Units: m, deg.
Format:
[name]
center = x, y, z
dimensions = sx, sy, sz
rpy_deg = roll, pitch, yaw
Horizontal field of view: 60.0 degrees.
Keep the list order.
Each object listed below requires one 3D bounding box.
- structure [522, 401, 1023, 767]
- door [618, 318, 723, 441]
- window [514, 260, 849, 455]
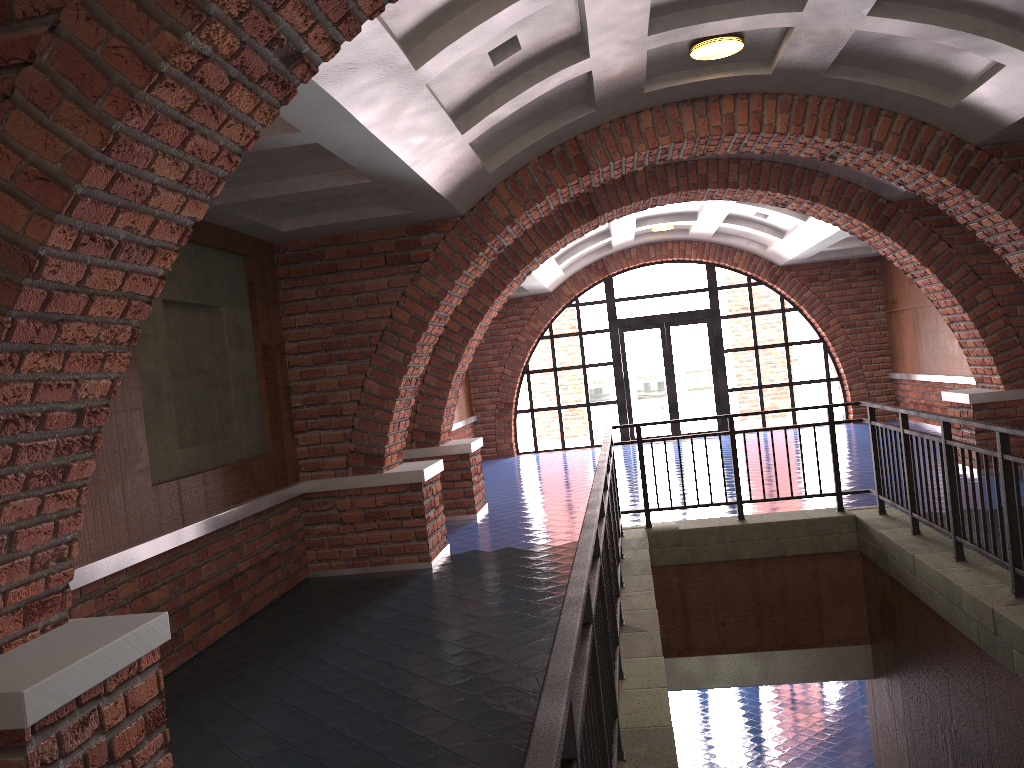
[structure]
center = 1.588, 3.223, 2.527
dimensions = 2.464, 5.665, 11.177
rpy_deg = -6, 1, 7
[door]
center = 3.026, -0.060, 16.918
dimensions = 1.754, 2.236, 0.040
rpy_deg = -6, 1, 7
[window]
center = 3.016, -0.630, 16.898
dimensions = 6.353, 3.471, 0.100
rpy_deg = -6, 1, 7
